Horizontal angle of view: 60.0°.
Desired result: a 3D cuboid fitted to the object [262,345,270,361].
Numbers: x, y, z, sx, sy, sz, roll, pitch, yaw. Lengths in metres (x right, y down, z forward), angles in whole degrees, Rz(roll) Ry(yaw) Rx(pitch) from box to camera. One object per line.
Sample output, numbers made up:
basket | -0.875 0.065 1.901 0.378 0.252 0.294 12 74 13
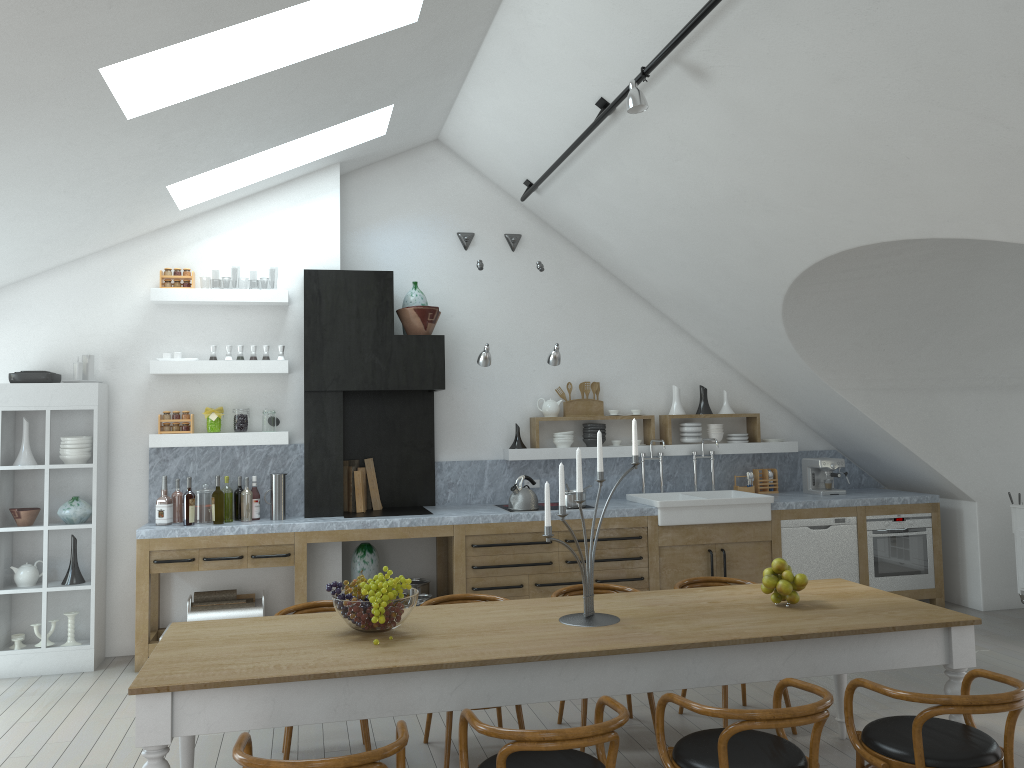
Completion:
object | -1.877 -0.234 6.766 0.068 0.124 0.063 0 -4 -19

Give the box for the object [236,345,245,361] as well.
object | -2.058 -0.233 6.718 0.068 0.124 0.063 0 -4 -19

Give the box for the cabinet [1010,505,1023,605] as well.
cabinet | 4.378 1.357 6.769 0.497 0.791 1.132 0 -3 -13

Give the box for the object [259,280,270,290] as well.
object | -1.921 -0.751 6.857 0.094 0.094 0.093 -2 -3 19

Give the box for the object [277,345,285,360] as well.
object | -1.768 -0.235 6.792 0.068 0.124 0.063 0 -4 -19

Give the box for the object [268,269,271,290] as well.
object | -1.850 -0.797 6.830 0.054 0.179 0.054 2 -5 -37

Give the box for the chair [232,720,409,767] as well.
chair | -0.583 1.429 2.742 0.527 0.736 0.620 0 -3 -10

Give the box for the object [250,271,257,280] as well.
object | -1.996 -0.788 6.845 0.048 0.170 0.048 -1 -4 -5

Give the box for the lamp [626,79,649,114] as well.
lamp | 0.664 -1.533 4.701 0.112 0.175 0.114 -4 -5 39

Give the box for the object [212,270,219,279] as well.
object | -2.266 -0.786 6.782 0.048 0.170 0.048 -1 -4 -5

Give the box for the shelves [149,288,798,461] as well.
shelves | -0.071 -0.033 7.516 5.549 1.365 0.479 0 -4 -19

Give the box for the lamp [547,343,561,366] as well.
lamp | 0.345 -0.229 7.003 0.112 0.177 0.168 0 -4 -21

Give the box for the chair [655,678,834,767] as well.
chair | 0.827 1.418 3.100 0.527 0.736 0.620 0 -4 -18

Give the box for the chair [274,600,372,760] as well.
chair | -0.923 1.506 4.411 0.527 0.736 0.620 0 -3 -13

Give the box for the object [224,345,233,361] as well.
object | -2.145 -0.231 6.713 0.068 0.124 0.063 0 -4 -19

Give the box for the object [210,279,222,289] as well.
object | -2.243 -0.747 6.717 0.077 0.085 0.077 -2 -4 19

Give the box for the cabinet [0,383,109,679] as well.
cabinet | -3.250 0.995 6.275 0.642 1.994 0.360 0 -4 -14

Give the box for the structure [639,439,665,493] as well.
structure | 1.286 0.744 7.662 0.214 0.531 0.332 1 -4 -33

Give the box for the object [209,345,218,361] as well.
object | -2.253 -0.230 6.688 0.068 0.124 0.063 0 -4 -19

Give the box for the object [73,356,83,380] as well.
object | -3.107 -0.102 6.344 0.054 0.196 0.054 -2 -4 12

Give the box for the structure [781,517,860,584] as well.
structure | 2.476 1.533 7.577 0.724 0.824 0.597 0 -4 -13

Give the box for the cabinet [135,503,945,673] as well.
cabinet | 0.439 1.574 7.262 6.428 1.024 1.002 -1 -3 -13

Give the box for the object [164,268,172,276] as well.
object | -2.589 -0.837 6.672 0.058 0.075 0.058 -2 -4 10

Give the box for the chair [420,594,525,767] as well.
chair | -0.203 1.497 4.518 0.527 0.736 0.620 0 -4 -17

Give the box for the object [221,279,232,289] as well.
object | -2.191 -0.749 6.793 0.094 0.094 0.093 -2 -3 19

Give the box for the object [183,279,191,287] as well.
object | -2.457 -0.752 6.697 0.058 0.075 0.058 -2 -4 10

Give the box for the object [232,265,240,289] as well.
object | -2.089 -0.801 6.711 0.063 0.187 0.063 3 -6 -45

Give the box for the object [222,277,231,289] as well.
object | -2.161 -0.756 6.707 0.071 0.099 0.071 -4 -5 41

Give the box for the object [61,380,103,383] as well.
object | -3.095 -0.010 6.391 0.150 0.025 0.294 -2 -2 11

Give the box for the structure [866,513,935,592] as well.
structure | 3.211 1.431 7.753 0.632 0.638 0.629 0 -3 -13

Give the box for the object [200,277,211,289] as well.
object | -2.329 -0.755 6.728 0.081 0.105 0.081 2 -5 -45

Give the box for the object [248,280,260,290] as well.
object | -1.973 -0.749 6.780 0.077 0.085 0.077 -2 -4 19

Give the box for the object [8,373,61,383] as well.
object | -3.396 -0.011 6.316 0.298 0.120 0.298 0 -3 -13

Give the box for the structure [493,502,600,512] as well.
structure | 0.263 1.018 7.215 0.737 0.041 0.646 -1 -2 -13

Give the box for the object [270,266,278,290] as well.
object | -1.819 -0.803 6.775 0.063 0.187 0.063 3 -6 -45

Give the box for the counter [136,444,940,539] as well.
counter | 0.490 0.755 7.359 6.575 0.621 0.960 -1 -3 -13

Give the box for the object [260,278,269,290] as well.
object | -1.890 -0.758 6.771 0.071 0.099 0.071 -4 -5 41

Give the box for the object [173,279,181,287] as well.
object | -2.522 -0.751 6.681 0.058 0.075 0.058 -2 -4 10

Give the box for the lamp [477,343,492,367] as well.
lamp | -0.219 -0.220 6.874 0.115 0.178 0.164 -1 -3 5

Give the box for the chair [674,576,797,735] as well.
chair | 1.198 1.486 4.900 0.527 0.736 0.620 0 -4 -17

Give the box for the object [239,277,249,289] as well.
object | -2.059 -0.757 6.792 0.081 0.105 0.081 2 -5 -45

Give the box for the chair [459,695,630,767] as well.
chair | 0.115 1.425 2.949 0.527 0.736 0.620 0 -3 -13

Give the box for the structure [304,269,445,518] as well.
structure | -1.120 0.078 7.126 1.075 1.888 0.779 0 -4 -13

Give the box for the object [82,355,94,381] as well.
object | -3.085 -0.106 6.448 0.071 0.211 0.072 -2 -4 10

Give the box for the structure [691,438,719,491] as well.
structure | 1.762 0.740 7.774 0.214 0.531 0.332 1 -4 -33

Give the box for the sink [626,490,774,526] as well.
sink | 1.558 1.031 7.415 1.021 0.202 0.726 -1 -3 -13

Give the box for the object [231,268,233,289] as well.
object | -2.121 -0.794 6.766 0.054 0.179 0.054 2 -5 -37

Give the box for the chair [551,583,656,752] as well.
chair | 0.492 1.493 4.744 0.527 0.736 0.620 0 -3 -10

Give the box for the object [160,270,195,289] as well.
object | -2.521 -0.775 6.682 0.237 0.146 0.120 0 -3 -13

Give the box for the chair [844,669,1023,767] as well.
chair | 1.546 1.408 3.199 0.527 0.736 0.620 0 -3 -10

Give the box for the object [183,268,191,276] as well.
object | -2.458 -0.838 6.703 0.058 0.075 0.058 -2 -4 10

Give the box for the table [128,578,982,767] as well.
table | 0.238 1.423 3.809 3.349 0.800 1.016 0 -3 -13

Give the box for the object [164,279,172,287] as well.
object | -2.587 -0.750 6.666 0.058 0.075 0.058 -2 -4 10

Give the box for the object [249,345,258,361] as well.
object | -1.969 -0.233 6.753 0.068 0.124 0.063 0 -4 -19

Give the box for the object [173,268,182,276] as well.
object | -2.524 -0.837 6.688 0.058 0.075 0.058 -2 -4 10
